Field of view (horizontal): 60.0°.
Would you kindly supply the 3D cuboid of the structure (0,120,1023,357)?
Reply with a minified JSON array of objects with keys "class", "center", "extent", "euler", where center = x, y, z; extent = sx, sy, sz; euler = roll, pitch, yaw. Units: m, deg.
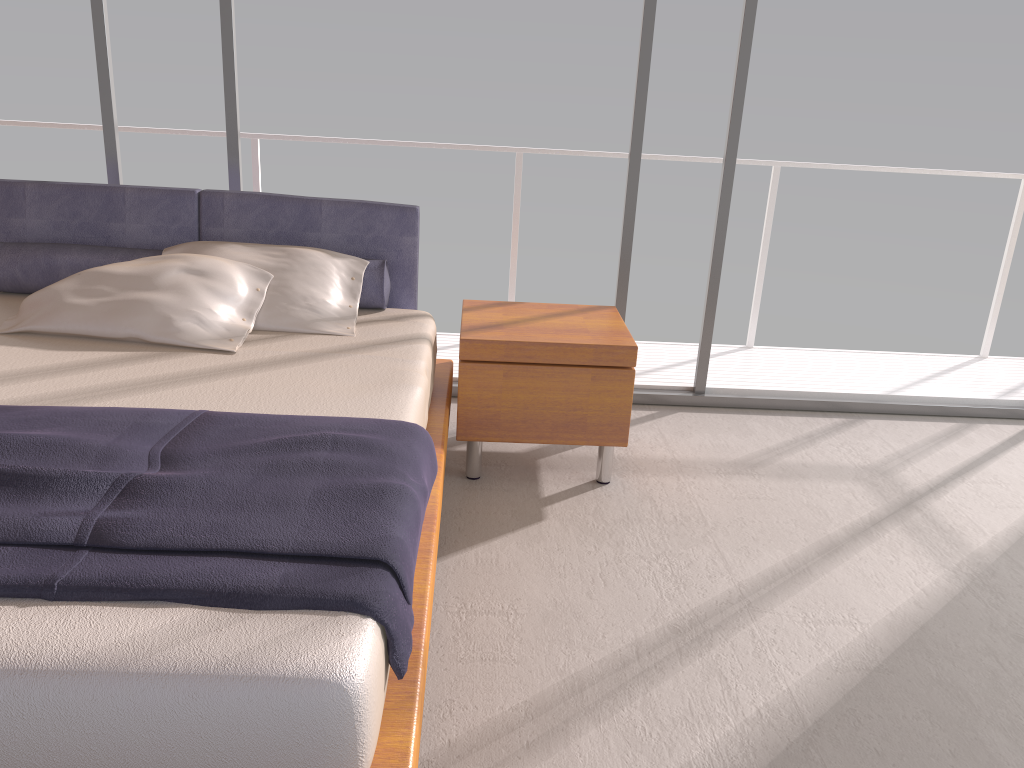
[{"class":"structure","center":[-0.601,-0.643,4.336],"extent":[7.689,1.005,0.728],"euler":[2,20,-3]}]

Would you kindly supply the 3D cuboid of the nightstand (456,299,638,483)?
[{"class":"nightstand","center":[0.107,0.023,3.457],"extent":[0.628,0.556,0.562],"euler":[2,20,-3]}]

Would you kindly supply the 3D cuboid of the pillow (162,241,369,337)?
[{"class":"pillow","center":[-0.918,-0.339,3.175],"extent":[0.791,0.265,0.400],"euler":[3,19,0]}]

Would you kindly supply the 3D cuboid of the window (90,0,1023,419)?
[{"class":"window","center":[-0.341,-1.426,3.640],"extent":[6.106,3.133,0.075],"euler":[2,20,-3]}]

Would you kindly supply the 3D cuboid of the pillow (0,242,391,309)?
[{"class":"pillow","center":[-1.198,-0.409,3.354],"extent":[1.470,0.201,0.205],"euler":[2,20,-3]}]

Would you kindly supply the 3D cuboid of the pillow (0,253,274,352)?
[{"class":"pillow","center":[-1.270,-0.283,2.987],"extent":[0.869,0.264,0.431],"euler":[5,20,4]}]

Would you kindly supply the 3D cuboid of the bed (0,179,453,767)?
[{"class":"bed","center":[-1.187,0.104,2.441],"extent":[2.017,0.959,2.462],"euler":[2,20,-3]}]
